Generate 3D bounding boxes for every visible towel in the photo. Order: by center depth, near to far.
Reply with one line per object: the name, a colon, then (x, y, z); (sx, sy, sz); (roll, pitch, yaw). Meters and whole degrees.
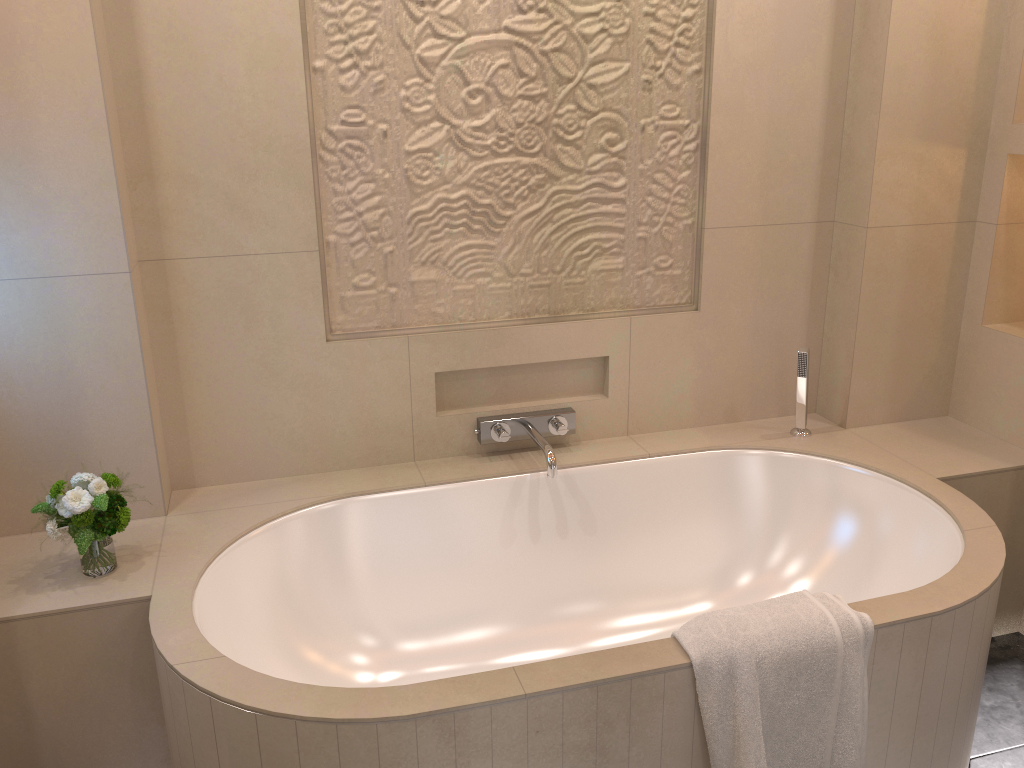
towel: (0.482, 0.636, 1.746); (0.374, 0.463, 0.453); (-5, 18, -13)

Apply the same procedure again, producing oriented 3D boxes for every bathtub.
bathtub: (0.186, 0.595, 2.147); (2.662, 0.540, 1.060); (-6, 19, -15)

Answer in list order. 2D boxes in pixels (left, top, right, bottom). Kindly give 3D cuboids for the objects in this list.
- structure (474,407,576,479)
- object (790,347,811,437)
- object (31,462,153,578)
structure: (0.066, 0.164, 2.413); (0.290, 0.097, 0.259); (-6, 19, -15)
object: (0.840, 0.022, 2.562); (0.059, 0.280, 0.114); (9, 20, 28)
object: (-0.904, 0.279, 1.885); (0.197, 0.252, 0.229); (8, 20, 24)
